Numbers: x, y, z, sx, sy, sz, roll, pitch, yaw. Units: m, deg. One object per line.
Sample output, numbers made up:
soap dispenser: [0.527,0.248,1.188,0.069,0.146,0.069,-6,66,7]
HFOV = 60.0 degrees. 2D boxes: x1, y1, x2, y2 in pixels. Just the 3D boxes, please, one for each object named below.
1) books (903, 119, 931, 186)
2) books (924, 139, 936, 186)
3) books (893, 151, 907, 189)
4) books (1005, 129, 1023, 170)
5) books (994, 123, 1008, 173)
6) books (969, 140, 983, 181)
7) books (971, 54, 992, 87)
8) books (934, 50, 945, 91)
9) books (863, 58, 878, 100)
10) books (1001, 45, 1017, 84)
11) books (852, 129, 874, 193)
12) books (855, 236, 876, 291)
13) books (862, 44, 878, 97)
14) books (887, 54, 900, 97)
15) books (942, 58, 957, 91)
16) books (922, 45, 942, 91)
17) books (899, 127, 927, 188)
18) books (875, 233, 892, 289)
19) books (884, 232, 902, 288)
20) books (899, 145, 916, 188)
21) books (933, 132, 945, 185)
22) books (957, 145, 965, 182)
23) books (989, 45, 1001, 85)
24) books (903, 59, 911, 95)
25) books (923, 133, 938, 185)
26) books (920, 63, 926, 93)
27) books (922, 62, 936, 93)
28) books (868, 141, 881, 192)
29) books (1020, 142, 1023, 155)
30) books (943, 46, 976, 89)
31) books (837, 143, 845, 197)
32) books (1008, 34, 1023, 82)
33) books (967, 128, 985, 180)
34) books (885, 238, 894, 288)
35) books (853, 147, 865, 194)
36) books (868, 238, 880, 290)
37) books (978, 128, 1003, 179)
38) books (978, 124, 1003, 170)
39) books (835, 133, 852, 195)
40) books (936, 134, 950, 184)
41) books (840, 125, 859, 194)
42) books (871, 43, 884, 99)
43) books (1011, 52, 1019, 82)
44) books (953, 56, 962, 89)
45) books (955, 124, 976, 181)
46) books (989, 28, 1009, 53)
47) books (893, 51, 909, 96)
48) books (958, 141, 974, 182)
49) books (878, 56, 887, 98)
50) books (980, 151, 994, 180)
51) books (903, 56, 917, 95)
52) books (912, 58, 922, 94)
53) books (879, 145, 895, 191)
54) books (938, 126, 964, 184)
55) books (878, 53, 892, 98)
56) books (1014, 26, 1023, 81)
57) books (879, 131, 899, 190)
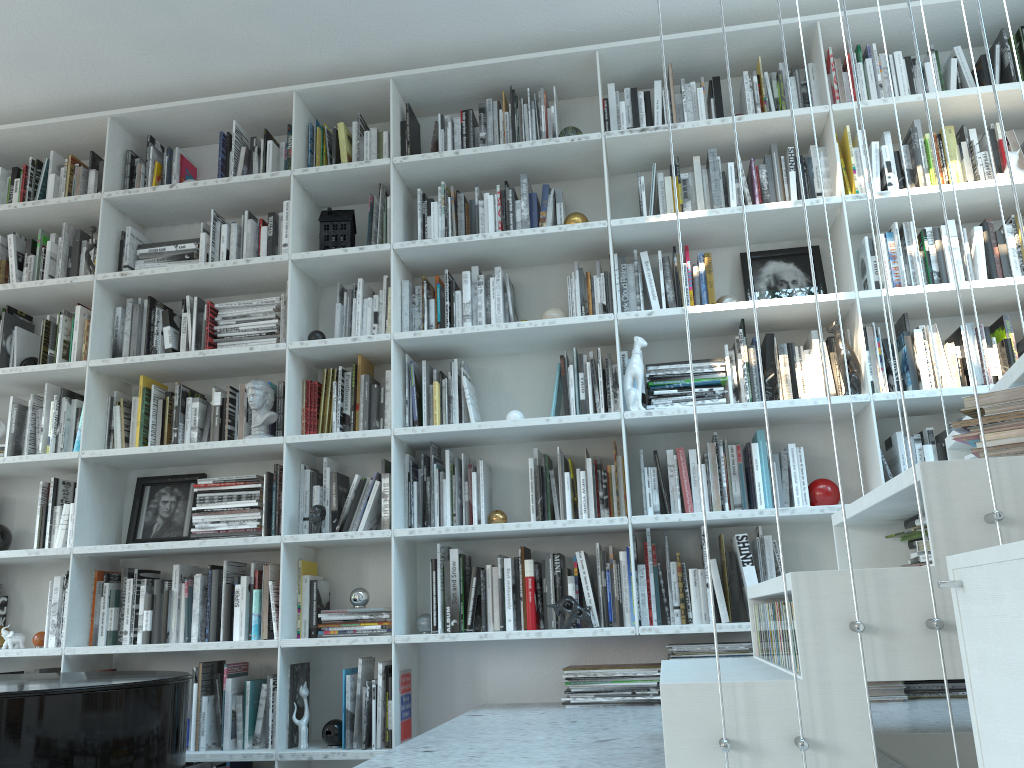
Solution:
books: [1.506,-0.811,3.296,0.022,0.295,0.152,-4,-15,9]
books: [1.526,-0.768,3.286,0.014,0.205,0.184,-4,-15,9]
books: [1.439,-0.746,3.342,0.038,0.198,0.171,-4,-15,9]
books: [1.870,-0.799,3.312,0.070,0.253,0.154,-4,-15,9]
books: [1.824,-0.810,3.326,0.023,0.286,0.163,-4,-15,9]
books: [1.713,-0.770,3.319,0.013,0.212,0.187,-4,-15,9]
books: [1.791,-1.122,3.394,0.024,0.192,0.187,-4,-15,9]
books: [1.646,-1.139,3.444,0.015,0.262,0.143,-4,-15,9]
books: [1.391,-1.113,3.469,0.023,0.243,0.183,-4,-15,9]
books: [1.875,-1.140,3.381,0.012,0.215,0.193,-4,-15,9]
books: [1.302,-0.783,3.310,0.026,0.262,0.189,-4,-15,9]
books: [1.320,-0.401,3.306,0.012,0.253,0.161,-4,-15,9]
books: [1.409,-1.150,3.492,0.012,0.325,0.151,-4,-15,9]
books: [1.477,-1.125,3.464,0.022,0.258,0.163,-4,-15,9]
books: [1.682,-1.118,3.429,0.057,0.211,0.163,-4,-15,9]
books: [1.634,-1.147,3.453,0.012,0.284,0.160,-4,-15,9]
books: [1.484,-0.790,3.290,0.023,0.253,0.190,-4,-15,9]
books: [1.361,-0.405,3.284,0.023,0.247,0.182,-4,-15,9]
books: [1.398,-0.409,3.291,0.026,0.255,0.174,-4,-15,9]
books: [1.464,-0.763,3.306,0.025,0.211,0.135,-4,-15,9]
books: [1.560,-0.785,3.290,0.012,0.237,0.166,-4,-15,9]
books: [1.666,-0.763,3.346,0.024,0.217,0.167,-4,-15,9]
books: [1.838,-1.147,3.410,0.068,0.246,0.161,-4,-15,9]
books: [1.522,-1.118,3.453,0.011,0.236,0.148,-4,-15,9]
books: [1.543,-0.786,3.293,0.022,0.241,0.145,-4,-15,9]
books: [1.589,-1.113,3.460,0.014,0.225,0.133,-4,-15,9]
books: [1.607,-1.110,3.441,0.026,0.207,0.163,-4,-15,9]
books: [1.341,-0.764,3.311,0.049,0.223,0.162,-4,-15,9]
books: [1.916,-0.784,3.298,0.023,0.213,0.181,-4,-15,9]
books: [1.749,-1.152,3.436,0.069,0.276,0.132,-4,-15,9]
books: [1.215,-0.760,3.342,0.027,0.240,0.163,-4,-15,9]
books: [1.924,-1.174,3.409,0.012,0.291,0.140,-4,-15,9]
books: [1.735,-0.798,3.348,0.024,0.280,0.154,-4,-15,9]
books: [1.381,-0.398,3.297,0.011,0.238,0.173,-4,-15,9]
books: [1.280,-0.750,3.315,0.024,0.204,0.166,-4,-15,9]
books: [1.341,-0.397,3.315,0.026,0.249,0.161,-4,-15,9]
books: [1.789,-0.798,3.318,0.022,0.260,0.161,-4,-15,9]
books: [1.808,-0.810,3.341,0.011,0.293,0.151,-4,-15,9]
books: [1.242,-0.784,3.354,0.036,0.293,0.135,-4,-15,9]
books: [1.571,-0.781,3.277,0.013,0.221,0.175,-4,-15,9]
books: [1.261,-0.792,3.328,0.010,0.293,0.183,-4,-15,9]
books: [1.418,-1.145,3.473,0.012,0.305,0.185,-4,-15,9]
books: [1.909,-1.138,3.407,0.021,0.222,0.131,-4,-15,9]
books: [1.717,-1.129,3.439,0.010,0.235,0.132,-4,-15,9]
books: [1.702,-0.806,3.343,0.010,0.294,0.166,-4,-15,9]
books: [1.889,-1.183,3.413,0.014,0.312,0.162,-4,-15,9]
books: [1.502,-1.130,3.461,0.029,0.263,0.179,-4,-15,9]
books: [1.686,-0.770,3.329,0.023,0.220,0.172,-4,-15,9]
books: [1.433,-1.122,3.474,0.014,0.259,0.168,-4,-15,9]
books: [1.766,-0.753,3.331,0.034,0.182,0.157,-4,-15,9]
books: [1.542,-1.124,3.461,0.027,0.249,0.155,-4,-15,9]
books: [1.567,-1.121,3.448,0.025,0.236,0.144,-4,-15,9]
books: [1.377,-0.753,3.296,0.024,0.193,0.190,-4,-15,9]
books: [1.602,-0.787,3.297,0.042,0.241,0.248,-4,-15,9]
books: [1.453,-1.130,3.474,0.027,0.275,0.148,-4,-15,9]
books: [1.932,-1.180,3.377,0.014,0.285,0.190,-4,-15,9]
books: [1.401,-0.785,3.315,0.023,0.263,0.158,-4,-15,9]
